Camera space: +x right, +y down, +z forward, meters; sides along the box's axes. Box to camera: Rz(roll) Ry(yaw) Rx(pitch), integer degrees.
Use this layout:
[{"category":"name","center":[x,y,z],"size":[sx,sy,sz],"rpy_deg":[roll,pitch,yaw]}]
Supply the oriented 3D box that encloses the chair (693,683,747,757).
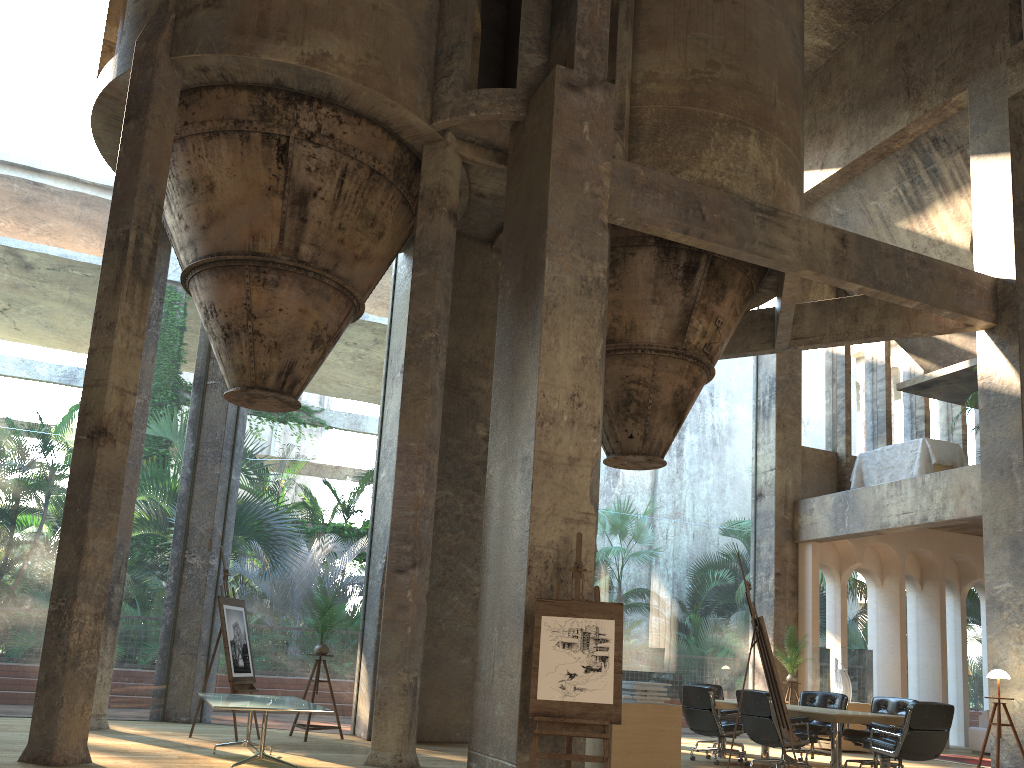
[{"category":"chair","center":[2.782,4.462,11.706],"size":[0.737,0.868,0.837],"rpy_deg":[11,-16,-27]}]

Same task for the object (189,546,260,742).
[{"category":"object","center":[-3.114,2.870,9.751],"size":[0.684,2.090,0.720],"rpy_deg":[2,-11,6]}]

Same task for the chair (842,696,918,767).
[{"category":"chair","center":[4.228,4.068,10.171],"size":[0.829,0.869,0.743],"rpy_deg":[11,-15,-28]}]

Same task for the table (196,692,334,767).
[{"category":"table","center":[-2.271,3.087,7.792],"size":[0.946,0.531,1.916],"rpy_deg":[10,-18,-21]}]

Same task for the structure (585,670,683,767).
[{"category":"structure","center":[1.083,3.222,8.307],"size":[0.740,0.987,0.759],"rpy_deg":[9,-14,-22]}]

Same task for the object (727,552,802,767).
[{"category":"object","center":[2.193,2.542,7.668],"size":[0.684,2.090,0.720],"rpy_deg":[2,-11,9]}]

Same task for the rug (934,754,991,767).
[{"category":"rug","center":[6.927,5.437,12.564],"size":[1.353,0.009,2.522],"rpy_deg":[10,-19,-21]}]

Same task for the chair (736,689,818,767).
[{"category":"chair","center":[2.910,3.779,9.514],"size":[0.824,0.869,0.748],"rpy_deg":[7,-14,-15]}]

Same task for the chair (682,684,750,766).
[{"category":"chair","center":[2.469,4.071,10.528],"size":[0.826,0.869,0.746],"rpy_deg":[9,-14,-21]}]

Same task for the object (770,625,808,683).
[{"category":"object","center":[4.410,4.300,14.057],"size":[0.869,0.915,0.699],"rpy_deg":[12,-16,-31]}]

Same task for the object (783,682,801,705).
[{"category":"object","center":[4.382,5.193,13.836],"size":[0.661,0.946,0.584],"rpy_deg":[-4,-15,31]}]

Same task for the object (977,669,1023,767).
[{"category":"object","center":[5.629,3.994,10.283],"size":[0.663,1.263,0.582],"rpy_deg":[9,-13,-22]}]

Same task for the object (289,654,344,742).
[{"category":"object","center":[-2.211,3.688,10.363],"size":[0.576,0.946,0.670],"rpy_deg":[10,-14,-28]}]

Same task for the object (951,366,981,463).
[{"category":"object","center":[7.132,0.419,12.531],"size":[1.362,1.761,1.435],"rpy_deg":[7,-14,-16]}]

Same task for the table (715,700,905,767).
[{"category":"table","center":[3.363,4.162,10.335],"size":[1.111,0.680,2.468],"rpy_deg":[10,-18,-21]}]

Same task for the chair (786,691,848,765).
[{"category":"chair","center":[3.799,4.327,11.077],"size":[0.736,0.868,0.838],"rpy_deg":[-8,-18,40]}]

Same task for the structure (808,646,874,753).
[{"category":"structure","center":[5.062,4.851,13.545],"size":[0.748,1.506,0.606],"rpy_deg":[9,-12,-22]}]

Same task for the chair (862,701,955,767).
[{"category":"chair","center":[3.973,3.663,8.937],"size":[0.736,0.868,0.837],"rpy_deg":[10,-15,-25]}]

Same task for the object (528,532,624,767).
[{"category":"object","center":[0.503,2.180,6.852],"size":[0.701,2.090,0.702],"rpy_deg":[3,-11,3]}]

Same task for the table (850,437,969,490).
[{"category":"table","center":[6.408,1.428,14.246],"size":[1.122,0.779,1.791],"rpy_deg":[10,-17,-21]}]

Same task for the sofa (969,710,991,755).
[{"category":"sofa","center":[9.341,5.766,14.279],"size":[2.945,0.702,2.113],"rpy_deg":[11,-18,-22]}]

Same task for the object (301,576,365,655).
[{"category":"object","center":[-2.154,2.760,10.470],"size":[0.859,0.915,0.707],"rpy_deg":[4,-13,-2]}]
